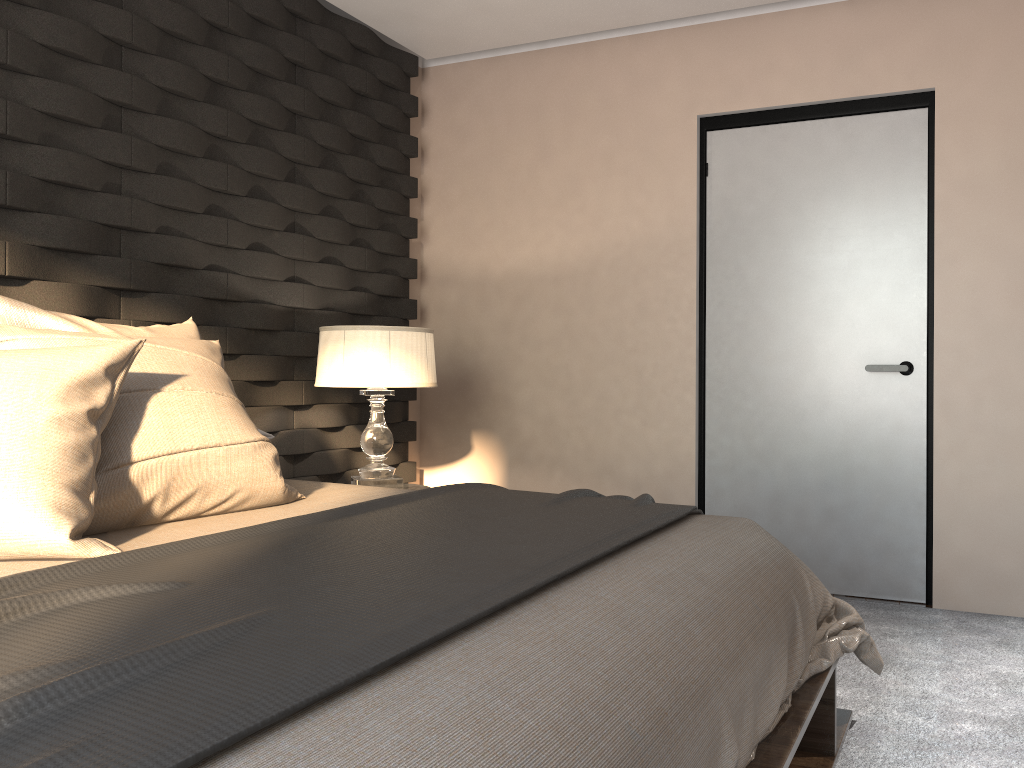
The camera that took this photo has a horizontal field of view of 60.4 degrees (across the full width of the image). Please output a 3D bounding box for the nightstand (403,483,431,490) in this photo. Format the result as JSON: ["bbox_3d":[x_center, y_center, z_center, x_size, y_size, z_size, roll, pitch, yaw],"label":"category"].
[{"bbox_3d":[-0.549,0.649,3.438,0.649,0.472,0.593,0,0,-26],"label":"nightstand"}]

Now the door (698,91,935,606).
[{"bbox_3d":[1.295,-0.151,3.800,0.960,2.093,0.160,0,0,24],"label":"door"}]

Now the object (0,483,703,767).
[{"bbox_3d":[-0.152,0.416,1.593,0.594,0.322,2.135,1,1,27],"label":"object"}]

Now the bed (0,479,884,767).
[{"bbox_3d":[-0.554,0.590,1.767,2.201,0.624,2.385,1,1,26],"label":"bed"}]

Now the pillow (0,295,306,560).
[{"bbox_3d":[-0.916,0.029,1.881,0.862,0.518,1.312,1,1,28],"label":"pillow"}]

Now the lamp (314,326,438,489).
[{"bbox_3d":[-0.528,0.099,3.440,0.478,0.631,0.454,0,0,-12],"label":"lamp"}]
